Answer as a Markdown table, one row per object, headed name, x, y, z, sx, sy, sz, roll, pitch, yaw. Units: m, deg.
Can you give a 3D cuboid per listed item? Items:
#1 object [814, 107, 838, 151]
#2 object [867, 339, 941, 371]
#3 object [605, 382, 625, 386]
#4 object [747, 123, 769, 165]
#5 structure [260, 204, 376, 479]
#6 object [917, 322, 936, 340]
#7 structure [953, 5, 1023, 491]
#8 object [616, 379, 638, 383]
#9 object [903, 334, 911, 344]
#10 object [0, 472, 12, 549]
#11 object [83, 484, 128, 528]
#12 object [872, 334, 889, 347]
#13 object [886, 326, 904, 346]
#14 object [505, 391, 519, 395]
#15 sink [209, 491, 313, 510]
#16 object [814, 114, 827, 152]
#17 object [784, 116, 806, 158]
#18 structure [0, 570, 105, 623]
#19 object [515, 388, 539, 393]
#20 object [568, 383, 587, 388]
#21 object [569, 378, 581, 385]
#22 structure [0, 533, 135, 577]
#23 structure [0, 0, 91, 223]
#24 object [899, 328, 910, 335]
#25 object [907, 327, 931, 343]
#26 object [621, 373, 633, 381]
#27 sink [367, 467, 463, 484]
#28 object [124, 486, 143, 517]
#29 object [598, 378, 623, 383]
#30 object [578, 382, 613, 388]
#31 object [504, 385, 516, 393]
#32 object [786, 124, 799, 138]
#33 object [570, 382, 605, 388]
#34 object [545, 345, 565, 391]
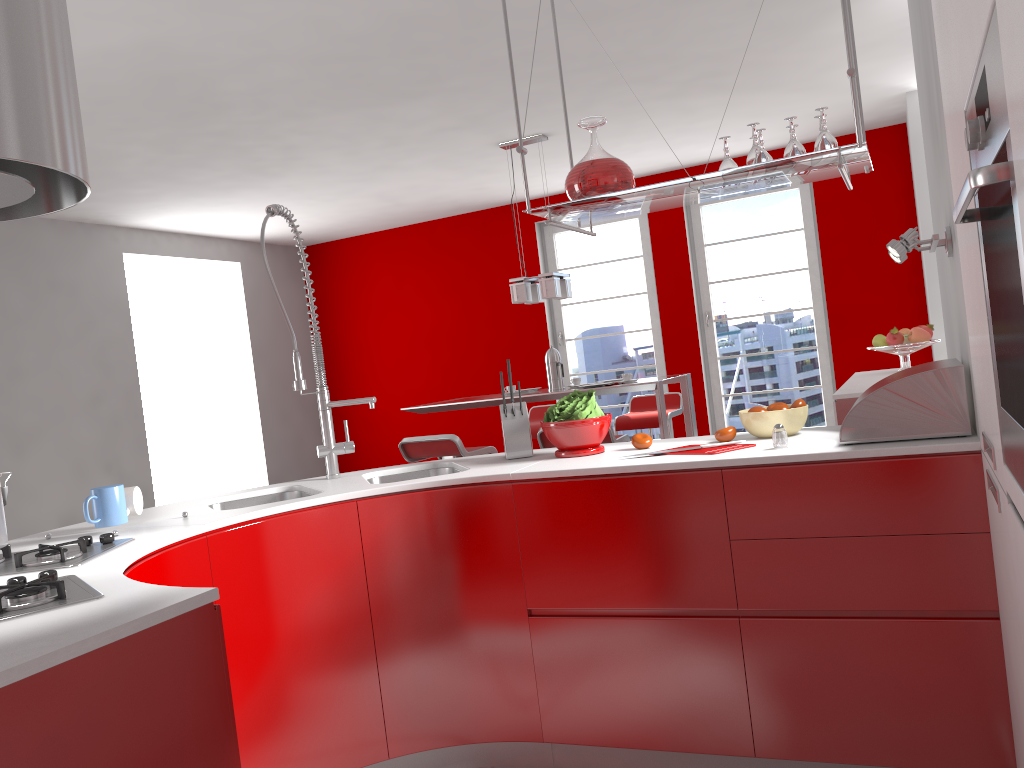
| name | x | y | z | sx | sy | sz | roll | pitch | yaw |
| --- | --- | --- | --- | --- | --- | --- | --- | --- | --- |
| object | 0.842 | -0.670 | 2.388 | 0.060 | 0.141 | 0.060 | -6 | 1 | 24 |
| object | 2.291 | -0.158 | 5.175 | 0.398 | 0.159 | 0.398 | -7 | 1 | -16 |
| object | 0.619 | -0.001 | 5.220 | 0.095 | 0.012 | 0.234 | -6 | 1 | 25 |
| object | 0.680 | -0.652 | 2.470 | 0.060 | 0.141 | 0.060 | -6 | 1 | 24 |
| structure | -0.644 | -0.138 | 2.941 | 0.308 | 0.920 | 0.178 | -7 | 1 | -22 |
| object | 2.382 | -0.295 | 5.162 | 0.150 | 0.129 | 0.117 | -7 | 1 | -18 |
| structure | 0.661 | -0.138 | 1.228 | 0.050 | 0.589 | 0.599 | -6 | 1 | 24 |
| object | 0.702 | -0.016 | 5.394 | 0.119 | 0.016 | 0.119 | -6 | 2 | 44 |
| object | 2.303 | -0.250 | 5.188 | 0.084 | 0.079 | 0.086 | -8 | 1 | -37 |
| object | -1.241 | 0.288 | 1.985 | 0.189 | 0.185 | 0.218 | -7 | 1 | -13 |
| object | -1.051 | 0.319 | 2.302 | 0.080 | 0.100 | 0.109 | -7 | 1 | -2 |
| object | 2.184 | -0.251 | 5.240 | 0.083 | 0.086 | 0.100 | -7 | 1 | -16 |
| object | 2.205 | -0.270 | 5.115 | 0.097 | 0.133 | 0.117 | -7 | 1 | 14 |
| object | 0.000 | 0.061 | 5.839 | 0.119 | 0.016 | 0.119 | -7 | 1 | 5 |
| sink | -0.759 | 0.451 | 2.728 | 0.326 | 0.172 | 0.428 | -8 | 1 | -27 |
| object | 0.868 | -0.675 | 2.470 | 0.060 | 0.141 | 0.060 | -6 | 1 | 24 |
| object | 0.779 | -0.664 | 2.451 | 0.060 | 0.141 | 0.060 | -6 | 1 | 24 |
| structure | -0.955 | 0.375 | 1.480 | 0.457 | 0.037 | 0.303 | -8 | 1 | -36 |
| object | 0.095 | 0.045 | 6.030 | 0.217 | 0.015 | 0.217 | -8 | 2 | -42 |
| object | 0.422 | 0.011 | 5.759 | 0.119 | 0.016 | 0.119 | -7 | 1 | 22 |
| object | 0.416 | -0.013 | 5.765 | 0.062 | 0.049 | 0.078 | -8 | 1 | -26 |
| structure | -1.129 | 0.386 | 1.985 | 0.457 | 0.037 | 0.303 | -7 | 1 | -1 |
| structure | -1.219 | -0.831 | 1.692 | 0.644 | 0.958 | 0.644 | -7 | 1 | -9 |
| object | 2.326 | -0.277 | 5.269 | 0.117 | 0.105 | 0.096 | -8 | 1 | -36 |
| object | 2.320 | -0.277 | 5.051 | 0.121 | 0.101 | 0.097 | -7 | 1 | 3 |
| object | 0.706 | -0.040 | 5.390 | 0.078 | 0.049 | 0.062 | -6 | 1 | 24 |
| sink | -0.307 | 0.392 | 2.899 | 0.326 | 0.172 | 0.428 | -7 | 1 | -15 |
| object | -1.079 | 0.328 | 2.429 | 0.100 | 0.080 | 0.109 | -7 | 1 | -6 |
| object | 0.655 | -0.019 | 5.780 | 0.217 | 0.015 | 0.217 | -7 | 1 | 0 |
| object | 0.497 | 0.011 | 5.283 | 0.217 | 0.015 | 0.217 | -8 | 1 | -29 |
| object | -0.008 | 0.038 | 5.844 | 0.062 | 0.049 | 0.078 | -8 | 2 | -43 |
| object | 0.814 | -0.670 | 2.549 | 0.060 | 0.141 | 0.060 | -7 | 1 | 1 |
| object | 0.473 | 0.008 | 5.544 | 0.217 | 0.015 | 0.217 | -8 | 1 | -28 |
| object | 0.281 | -0.107 | 5.635 | 0.149 | 0.287 | 0.113 | -6 | 1 | 32 |
